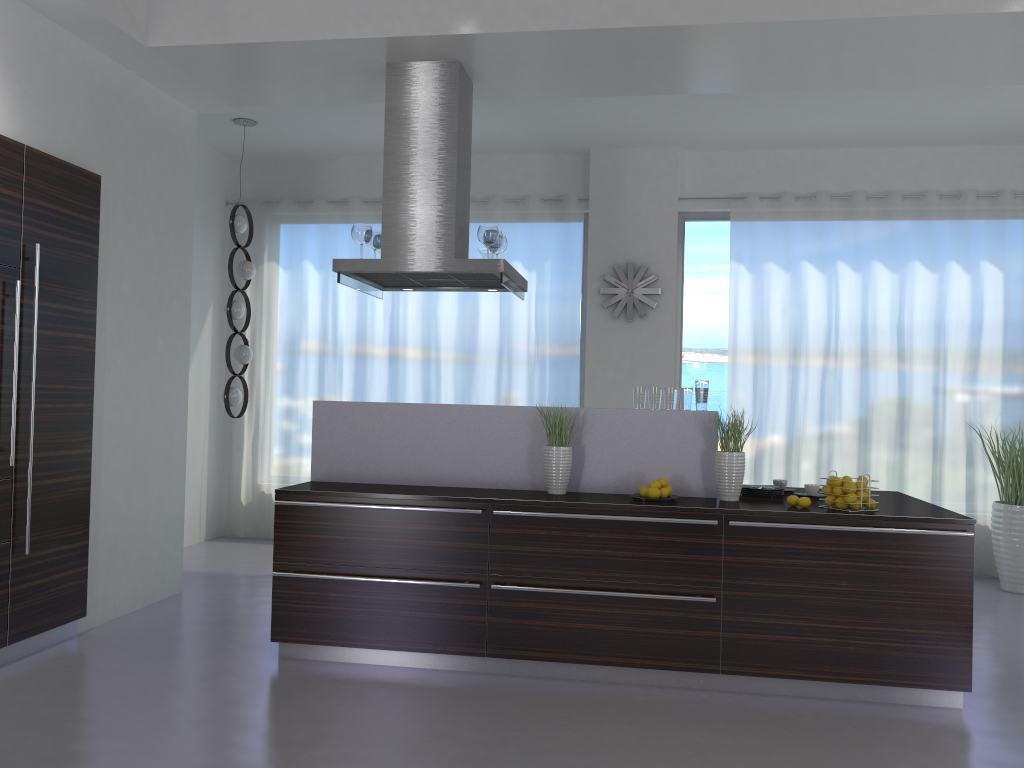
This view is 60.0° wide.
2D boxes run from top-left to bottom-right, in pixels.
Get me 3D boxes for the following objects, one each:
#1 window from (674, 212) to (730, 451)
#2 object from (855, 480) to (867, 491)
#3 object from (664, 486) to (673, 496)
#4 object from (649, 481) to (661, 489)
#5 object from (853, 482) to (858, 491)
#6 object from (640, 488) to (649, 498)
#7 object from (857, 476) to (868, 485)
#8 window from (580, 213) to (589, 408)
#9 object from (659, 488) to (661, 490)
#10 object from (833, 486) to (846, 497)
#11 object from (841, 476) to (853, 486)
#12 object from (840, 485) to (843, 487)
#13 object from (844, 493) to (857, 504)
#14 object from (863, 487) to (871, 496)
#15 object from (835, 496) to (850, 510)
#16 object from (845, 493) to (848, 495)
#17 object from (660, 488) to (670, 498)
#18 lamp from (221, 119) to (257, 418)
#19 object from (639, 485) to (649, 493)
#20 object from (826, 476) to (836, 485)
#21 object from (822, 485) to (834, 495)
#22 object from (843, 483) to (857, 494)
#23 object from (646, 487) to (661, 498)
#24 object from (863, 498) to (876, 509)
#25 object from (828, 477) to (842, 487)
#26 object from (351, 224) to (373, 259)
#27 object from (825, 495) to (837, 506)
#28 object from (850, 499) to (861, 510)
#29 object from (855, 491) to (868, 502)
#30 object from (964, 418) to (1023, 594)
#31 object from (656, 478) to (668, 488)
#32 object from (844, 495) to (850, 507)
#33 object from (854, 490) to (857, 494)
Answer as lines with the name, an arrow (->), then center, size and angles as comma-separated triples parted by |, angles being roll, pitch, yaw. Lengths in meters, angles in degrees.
window -> 2.895, -0.212, 7.505 | 3.000, 2.500, 0.100 | 1, -1, 9
object -> 1.642, 0.479, 4.175 | 0.051, 0.053, 0.063 | 1, -1, 22
object -> 0.776, 0.537, 4.445 | 0.063, 0.053, 0.051 | 2, -1, -41
object -> 0.710, 0.504, 4.404 | 0.061, 0.047, 0.053 | 1, -1, 12
object -> 1.635, 0.497, 4.246 | 0.055, 0.051, 0.061 | 1, -1, 3
object -> 0.667, 0.541, 4.410 | 0.063, 0.051, 0.053 | 1, -1, 13
object -> 1.672, 0.468, 4.235 | 0.050, 0.060, 0.059 | 1, -1, 9
window -> -0.807, -0.296, 8.095 | 3.000, 2.500, 0.100 | 1, -1, 9
object -> 0.723, 0.540, 4.444 | 0.057, 0.060, 0.071 | 1, -1, 11
object -> 1.551, 0.511, 4.203 | 0.062, 0.053, 0.052 | 2, -1, -19
object -> 1.596, 0.464, 4.228 | 0.051, 0.053, 0.063 | 1, -1, 11
object -> 1.575, 0.509, 4.254 | 0.064, 0.053, 0.051 | 1, -1, 12
object -> 1.579, 0.535, 4.134 | 0.061, 0.054, 0.052 | 2, -1, -14
object -> 1.677, 0.516, 4.215 | 0.061, 0.054, 0.053 | 2, -1, -35
object -> 1.562, 0.562, 4.187 | 0.064, 0.063, 0.074 | 1, -1, 29
object -> 1.628, 0.514, 4.312 | 0.060, 0.055, 0.053 | 2, -1, -38
object -> 0.751, 0.540, 4.393 | 0.061, 0.054, 0.052 | 2, -1, -14
lamp -> -2.166, -0.913, 7.073 | 0.180, 2.370, 0.367 | 1, -1, 3
object -> 0.668, 0.538, 4.466 | 0.052, 0.054, 0.061 | 2, -1, -34
object -> 1.543, 0.471, 4.271 | 0.052, 0.060, 0.057 | 2, -1, -3
object -> 1.517, 0.509, 4.255 | 0.053, 0.051, 0.063 | 2, -1, -22
object -> 1.585, 0.489, 4.161 | 0.061, 0.052, 0.053 | 1, -1, 22
object -> 0.696, 0.537, 4.359 | 0.070, 0.058, 0.060 | 1, -1, 8
object -> 1.691, 0.567, 4.193 | 0.062, 0.052, 0.053 | 2, -1, -42
object -> 1.537, 0.466, 4.218 | 0.053, 0.051, 0.063 | 2, -1, -33
object -> -0.870, -0.809, 5.133 | 0.125, 0.221, 0.125 | 1, -1, 34
object -> 1.525, 0.556, 4.236 | 0.060, 0.057, 0.052 | 1, -1, 11
object -> 1.612, 0.564, 4.157 | 0.051, 0.053, 0.063 | 1, -1, 17
object -> 1.640, 0.529, 4.168 | 0.061, 0.055, 0.051 | 2, -1, -12
object -> 3.779, 0.878, 6.569 | 0.713, 1.334, 0.656 | 1, -1, 9
object -> 0.749, 0.495, 4.440 | 0.053, 0.048, 0.063 | 2, -1, -25
object -> 1.587, 0.557, 4.223 | 0.057, 0.060, 0.052 | 1, -1, 15
object -> 1.619, 0.526, 4.191 | 0.051, 0.053, 0.062 | 1, -1, 17
